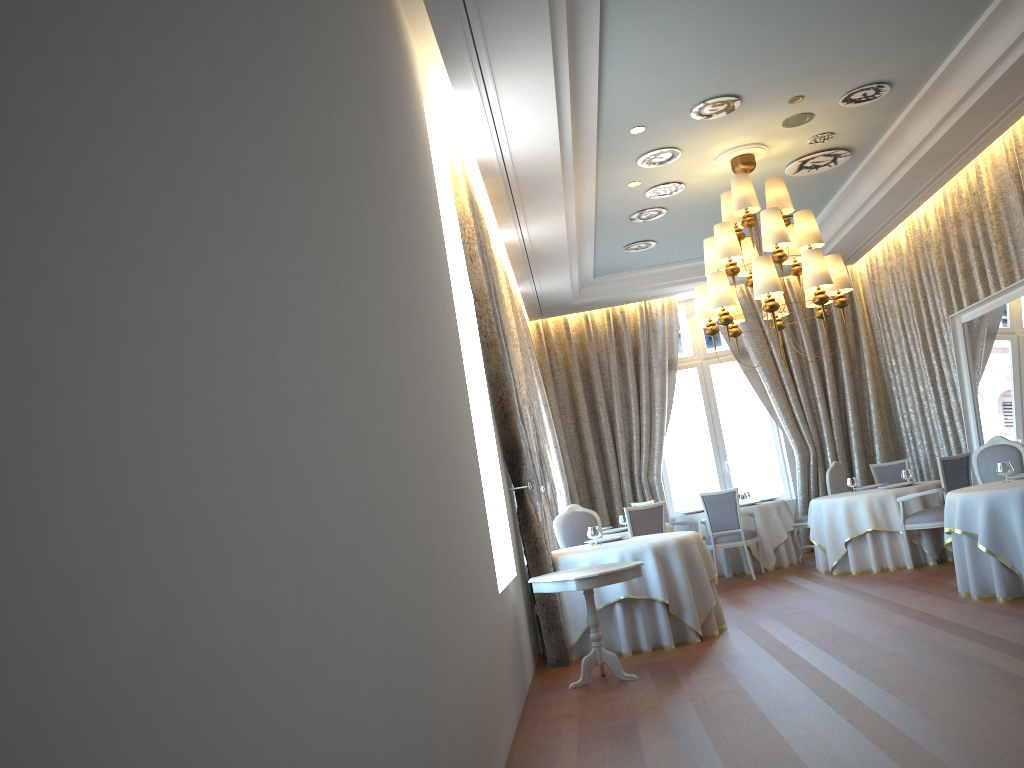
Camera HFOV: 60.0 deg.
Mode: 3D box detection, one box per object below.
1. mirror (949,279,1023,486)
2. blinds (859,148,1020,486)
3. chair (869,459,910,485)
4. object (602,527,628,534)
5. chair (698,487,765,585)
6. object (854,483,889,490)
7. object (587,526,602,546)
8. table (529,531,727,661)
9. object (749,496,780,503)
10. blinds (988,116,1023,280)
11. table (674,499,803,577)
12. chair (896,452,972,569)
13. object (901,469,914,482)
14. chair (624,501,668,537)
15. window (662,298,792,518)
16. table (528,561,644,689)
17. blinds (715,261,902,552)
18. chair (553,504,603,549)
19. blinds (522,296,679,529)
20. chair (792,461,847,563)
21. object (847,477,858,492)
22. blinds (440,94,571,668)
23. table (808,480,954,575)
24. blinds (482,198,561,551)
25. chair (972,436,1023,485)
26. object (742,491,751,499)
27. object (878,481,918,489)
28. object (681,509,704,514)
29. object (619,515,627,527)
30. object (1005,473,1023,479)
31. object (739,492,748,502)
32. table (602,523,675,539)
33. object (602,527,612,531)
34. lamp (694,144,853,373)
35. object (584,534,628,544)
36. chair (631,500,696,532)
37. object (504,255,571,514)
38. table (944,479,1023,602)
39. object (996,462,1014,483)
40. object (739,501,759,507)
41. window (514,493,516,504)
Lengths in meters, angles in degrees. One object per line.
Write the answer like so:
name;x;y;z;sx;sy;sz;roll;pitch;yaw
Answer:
mirror;4.987;0.354;8.678;0.385;2.564;2.251;-10;-8;4
blinds;5.312;-0.454;10.984;0.238;4.819;4.439;-10;-8;4
chair;4.932;1.545;11.350;0.650;1.108;0.629;-13;-9;23
object;1.162;1.654;9.998;0.419;0.036;0.419;-10;-8;2
chair;2.683;1.853;10.961;0.650;1.108;0.629;-12;-8;18
object;4.323;1.240;10.680;0.419;0.036;0.419;-10;-8;2
object;0.744;1.366;7.967;0.128;0.165;0.128;-7;-8;-14
table;0.986;1.841;7.787;1.663;0.890;1.667;-8;-8;-8
object;3.460;1.590;12.154;0.419;0.036;0.419;-10;-8;2
blinds;4.950;-1.013;6.663;0.238;4.819;4.439;-10;-8;4
table;3.061;2.118;12.078;1.667;0.890;1.663;-12;-9;22
chair;4.478;1.317;9.237;0.650;1.108;0.629;-5;-9;-26
object;4.514;1.064;10.118;0.128;0.165;0.128;-10;-8;4
chair;1.357;1.837;9.349;0.650;1.108;0.629;-6;-9;-21
window;3.044;0.275;13.651;1.881;3.306;0.196;-10;-8;4
table;0.588;1.720;6.261;0.760;0.801;0.761;-17;-11;42
blinds;4.386;0.022;13.151;2.476;4.901;0.386;-10;-8;4
chair;0.821;1.764;8.632;0.563;1.233;0.690;-6;-9;-21
blinds;1.557;0.505;13.331;2.535;4.901;0.386;-10;-8;4
chair;4.046;1.664;11.582;0.690;1.233;0.563;-17;-11;43
object;4.048;1.198;10.533;0.128;0.165;0.128;-10;-8;4
blinds;-0.025;-0.034;7.769;0.315;4.930;2.204;-10;-8;3
table;4.281;1.651;10.188;1.663;0.890;1.667;-12;-8;17
blinds;0.202;0.277;10.198;0.335;4.969;2.257;-10;-8;4
chair;4.392;1.106;8.069;0.690;1.233;0.563;-3;-10;-36
object;3.286;1.594;12.442;0.128;0.165;0.128;-10;-8;4
object;4.293;1.129;9.868;0.419;0.036;0.419;-10;-8;2
object;2.490;1.729;12.029;0.419;0.036;0.419;-10;-8;2
object;1.313;1.610;10.321;0.128;0.165;0.128;-10;-8;4
object;4.468;0.779;7.610;0.419;0.036;0.419;-10;-8;2
object;3.134;1.559;12.028;0.128;0.165;0.128;-10;-8;4
table;1.211;2.177;10.395;1.667;0.890;1.663;-9;-8;-3
object;1.037;1.804;10.909;0.419;0.036;0.419;-10;-8;2
lamp;2.415;-1.220;8.543;1.373;2.121;1.373;-16;-11;41
object;0.879;1.452;8.261;0.419;0.036;0.419;-10;-8;2
chair;2.048;2.066;11.731;0.629;1.108;0.650;-4;-9;-31
object;0.451;0.591;12.351;0.386;4.901;2.121;-10;-8;4
table;4.400;1.196;7.134;1.663;0.890;1.667;-8;-8;-8
object;4.156;0.744;7.470;0.128;0.165;0.128;-14;-10;33
object;3.066;1.590;11.704;0.419;0.036;0.419;-10;-8;2
window;-0.192;0.133;8.989;0.259;3.306;1.882;-10;-8;3
